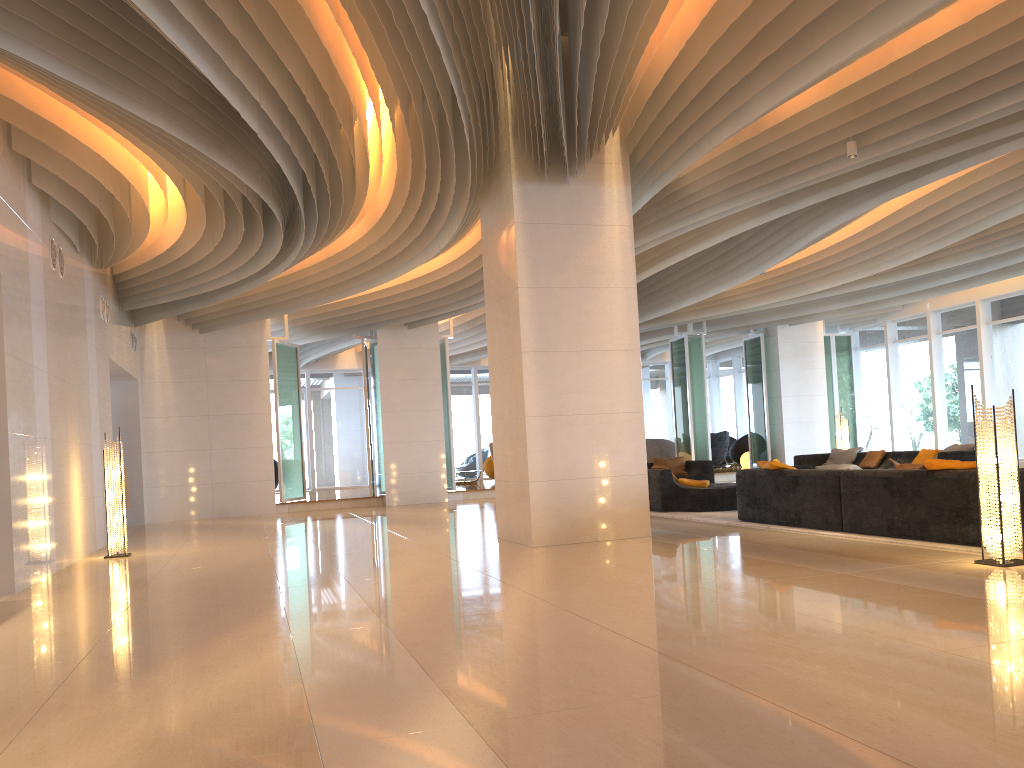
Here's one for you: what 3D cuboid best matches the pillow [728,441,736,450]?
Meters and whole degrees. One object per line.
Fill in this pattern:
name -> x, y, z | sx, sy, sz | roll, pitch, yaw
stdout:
pillow -> 6.677, 1.875, 27.167 | 0.501, 0.408, 0.467 | -4, -3, 10

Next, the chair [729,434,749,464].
chair -> 6.893, 1.797, 25.138 | 1.530, 1.004, 1.129 | -2, -3, -15

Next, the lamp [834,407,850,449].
lamp -> 6.292, 1.154, 16.860 | 0.252, 1.448, 0.248 | -3, -1, -17

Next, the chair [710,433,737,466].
chair -> 6.332, 1.981, 27.082 | 1.522, 1.004, 1.135 | -3, -3, -5

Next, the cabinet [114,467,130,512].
cabinet -> -6.130, 1.583, 13.247 | 0.564, 0.660, 1.500 | -2, -4, -17

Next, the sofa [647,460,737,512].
sofa -> 2.758, 1.516, 14.021 | 2.851, 0.652, 5.053 | -2, -5, -17

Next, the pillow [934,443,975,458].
pillow -> 6.588, 1.092, 13.343 | 0.546, 0.377, 0.642 | -3, -4, 5

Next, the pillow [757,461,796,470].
pillow -> 2.950, 0.991, 9.461 | 0.546, 0.377, 0.642 | -3, -4, 5

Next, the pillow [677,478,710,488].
pillow -> 2.465, 1.338, 12.020 | 0.407, 0.135, 0.421 | -4, -4, 16

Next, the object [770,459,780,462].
object -> 4.156, 1.360, 14.043 | 0.234, 0.376, 0.268 | -4, -2, 15

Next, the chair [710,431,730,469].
chair -> 5.353, 1.813, 24.247 | 1.543, 1.004, 1.119 | 0, -5, -45

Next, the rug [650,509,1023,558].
rug -> 5.443, 1.325, 9.262 | 5.563, 0.022, 16.108 | -2, -5, -17

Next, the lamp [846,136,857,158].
lamp -> 3.143, -2.875, 8.311 | 0.090, 1.504, 0.088 | -3, -1, -26

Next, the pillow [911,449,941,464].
pillow -> 6.430, 1.167, 13.825 | 0.324, 0.312, 0.405 | -2, -3, -15

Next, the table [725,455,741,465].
table -> 6.703, 2.228, 26.106 | 1.086, 0.318, 0.815 | -2, -4, -11

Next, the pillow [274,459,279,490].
pillow -> -5.602, 1.975, 18.513 | 1.533, 1.004, 1.127 | -2, -3, -20

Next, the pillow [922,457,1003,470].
pillow -> 3.674, 0.758, 7.010 | 0.556, 0.377, 0.630 | 0, -5, -39

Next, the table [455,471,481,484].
table -> -1.314, 2.421, 22.864 | 1.086, 0.318, 0.815 | -2, -4, -11

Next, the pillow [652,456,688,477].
pillow -> 2.917, 1.535, 16.375 | 0.637, 0.377, 0.550 | -3, -3, 4

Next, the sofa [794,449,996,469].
sofa -> 6.106, 1.404, 14.523 | 0.950, 0.581, 3.751 | -2, -5, -17

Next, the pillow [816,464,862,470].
pillow -> 3.275, 0.966, 8.630 | 0.424, 0.376, 0.583 | -2, -4, -15

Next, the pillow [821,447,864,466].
pillow -> 5.863, 1.325, 15.795 | 0.556, 0.377, 0.630 | 0, -5, -39

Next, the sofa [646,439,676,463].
sofa -> 3.274, 1.895, 23.140 | 2.527, 0.899, 1.127 | -6, -4, 32

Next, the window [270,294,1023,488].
window -> 8.830, -0.450, 12.554 | 53.676, 3.214, 22.524 | -7, -6, 38

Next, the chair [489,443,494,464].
chair -> 0.038, 1.902, 21.596 | 1.142, 1.003, 1.513 | -3, -3, -9

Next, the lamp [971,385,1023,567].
lamp -> 3.220, 0.591, 5.876 | 0.252, 1.196, 0.248 | -3, -1, -17

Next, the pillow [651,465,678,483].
pillow -> 2.145, 1.271, 12.244 | 0.331, 0.310, 0.421 | -2, -3, -15

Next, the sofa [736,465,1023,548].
sofa -> 3.452, 1.062, 8.275 | 0.950, 0.581, 3.751 | -2, -5, -17

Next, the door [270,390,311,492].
door -> -6.342, 1.582, 24.378 | 1.472, 2.767, 0.060 | -3, -1, -18

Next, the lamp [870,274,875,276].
lamp -> 5.878, -2.535, 14.598 | 0.088, 1.504, 0.090 | -4, -1, 28

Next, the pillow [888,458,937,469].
pillow -> 3.565, 0.835, 7.643 | 0.447, 0.409, 0.598 | -2, -3, -15

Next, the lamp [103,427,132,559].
lamp -> -4.454, 1.212, 9.948 | 0.252, 1.448, 0.248 | -3, -1, -17

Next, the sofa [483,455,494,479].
sofa -> 0.469, 2.101, 23.780 | 2.596, 0.899, 1.097 | -1, -4, -28

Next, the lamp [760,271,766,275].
lamp -> 3.904, -2.475, 13.950 | 0.088, 1.504, 0.090 | -4, -1, 28

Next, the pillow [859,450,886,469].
pillow -> 6.086, 1.277, 14.990 | 0.325, 0.312, 0.404 | -2, -3, -19
